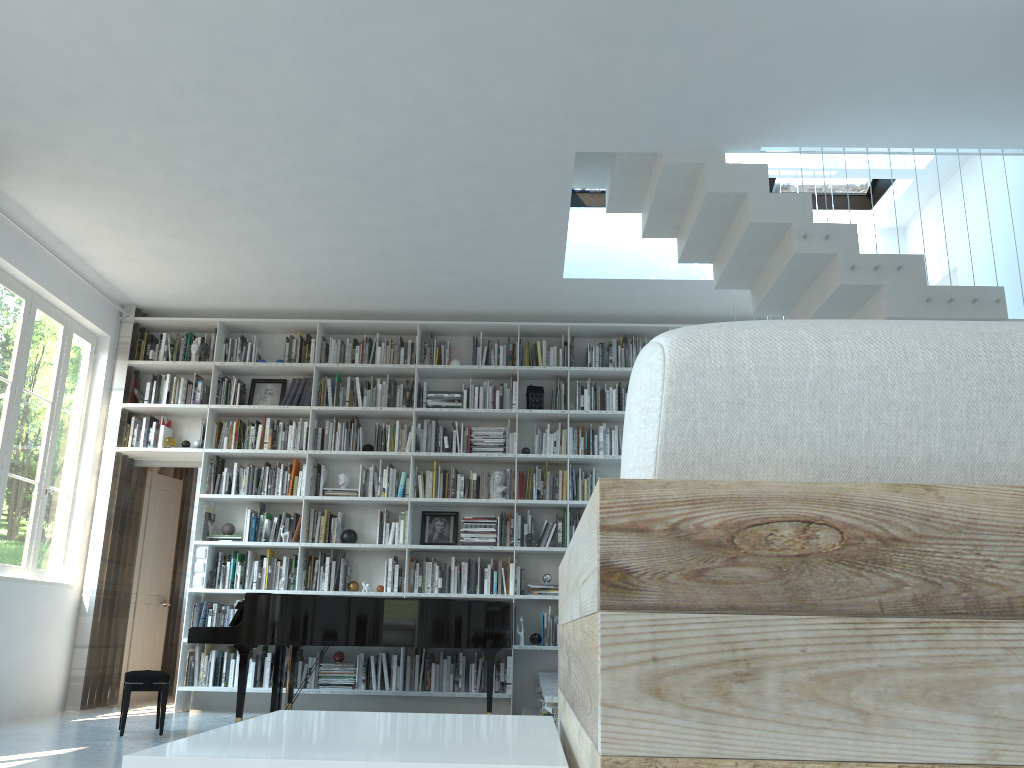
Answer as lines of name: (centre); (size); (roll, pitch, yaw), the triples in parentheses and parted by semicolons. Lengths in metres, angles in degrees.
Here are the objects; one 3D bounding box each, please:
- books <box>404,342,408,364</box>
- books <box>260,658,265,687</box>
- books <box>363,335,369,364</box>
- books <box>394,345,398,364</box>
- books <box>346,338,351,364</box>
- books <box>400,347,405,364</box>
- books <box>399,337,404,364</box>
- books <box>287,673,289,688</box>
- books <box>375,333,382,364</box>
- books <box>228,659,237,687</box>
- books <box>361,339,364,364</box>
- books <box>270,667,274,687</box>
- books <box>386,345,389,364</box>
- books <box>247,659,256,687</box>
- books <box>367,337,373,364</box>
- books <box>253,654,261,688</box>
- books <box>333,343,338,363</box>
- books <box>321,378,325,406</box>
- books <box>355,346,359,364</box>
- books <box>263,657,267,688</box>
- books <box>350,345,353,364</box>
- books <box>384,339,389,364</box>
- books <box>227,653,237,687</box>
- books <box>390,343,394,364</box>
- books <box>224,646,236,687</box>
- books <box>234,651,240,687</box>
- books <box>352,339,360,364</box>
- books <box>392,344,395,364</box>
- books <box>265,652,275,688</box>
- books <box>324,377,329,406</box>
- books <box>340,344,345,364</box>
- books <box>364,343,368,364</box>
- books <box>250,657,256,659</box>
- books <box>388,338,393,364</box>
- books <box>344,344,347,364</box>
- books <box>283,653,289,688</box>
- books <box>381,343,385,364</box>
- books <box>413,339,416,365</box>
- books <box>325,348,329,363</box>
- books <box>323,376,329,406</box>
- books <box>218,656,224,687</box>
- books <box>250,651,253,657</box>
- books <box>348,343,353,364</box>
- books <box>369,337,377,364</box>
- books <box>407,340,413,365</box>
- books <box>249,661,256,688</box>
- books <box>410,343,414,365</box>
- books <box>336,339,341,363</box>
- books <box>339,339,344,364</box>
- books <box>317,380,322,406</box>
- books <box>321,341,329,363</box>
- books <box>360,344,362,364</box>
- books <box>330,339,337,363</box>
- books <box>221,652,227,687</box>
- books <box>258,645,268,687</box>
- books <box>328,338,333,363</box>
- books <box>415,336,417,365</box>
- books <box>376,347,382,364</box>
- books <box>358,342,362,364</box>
books: (-0.893, -0.217, 7.538); (0.026, 0.236, 0.149); (1, -15, 1)
books: (-1.918, 2.242, 6.893); (0.024, 0.213, 0.137); (1, -15, 1)
books: (-1.246, -0.253, 7.549); (0.010, 0.298, 0.151); (1, -15, 1)
books: (-0.973, -0.207, 7.513); (0.026, 0.199, 0.188); (1, -16, 1)
books: (-1.389, -0.239, 7.548); (0.010, 0.263, 0.161); (1, -15, 1)
books: (-0.922, -0.195, 7.522); (0.031, 0.184, 0.177); (1, -16, 1)
books: (-0.942, -0.242, 7.541); (0.013, 0.284, 0.160); (1, -15, 1)
books: (-1.705, 2.216, 6.897); (0.027, 0.275, 0.144); (1, -15, 1)
books: (-1.140, -0.257, 7.557); (0.014, 0.314, 0.166); (1, -15, 1)
books: (-2.146, 2.238, 6.872); (0.030, 0.201, 0.168); (1, -16, 1)
books: (-1.258, -0.231, 7.541); (0.013, 0.251, 0.184); (1, -16, 1)
books: (-1.836, 2.222, 6.906); (0.040, 0.263, 0.138); (1, -15, 1)
books: (-1.049, -0.204, 7.551); (0.029, 0.213, 0.142); (1, -16, 1)
books: (-2.012, 2.239, 6.872); (0.028, 0.205, 0.171); (1, -16, 1)
books: (-1.206, -0.243, 7.542); (0.013, 0.275, 0.165); (1, -15, 1)
books: (-1.955, 2.219, 6.870); (0.023, 0.243, 0.188); (1, -16, 1)
books: (-1.485, -0.219, 7.543); (0.023, 0.219, 0.182); (1, -16, 1)
books: (-1.579, 0.103, 7.461); (0.013, 0.282, 0.159); (1, -15, 1)
books: (-1.305, -0.205, 7.545); (0.030, 0.200, 0.152); (1, -16, 1)
books: (-1.895, 2.234, 6.882); (0.022, 0.224, 0.141); (1, -15, 1)
books: (-1.354, -0.210, 7.558); (0.012, 0.215, 0.150); (1, -16, 1)
books: (-1.070, -0.234, 7.551); (0.014, 0.268, 0.157); (1, -15, 1)
books: (-2.171, 2.223, 6.902); (0.022, 0.245, 0.135); (1, -15, 1)
books: (-1.009, -0.217, 7.533); (0.021, 0.228, 0.161); (1, -16, 1)
books: (-2.189, 2.191, 6.889); (0.013, 0.299, 0.184); (1, -15, 1)
books: (-2.101, 2.209, 6.883); (0.031, 0.265, 0.187); (1, -16, 1)
books: (-1.333, -0.235, 7.563); (0.028, 0.267, 0.152); (1, -15, 1)
books: (-0.993, -0.209, 7.517); (0.013, 0.206, 0.178); (1, -16, 1)
books: (-1.870, 2.219, 6.883); (0.027, 0.255, 0.179); (1, -16, 1)
books: (-1.554, 0.101, 7.459); (0.010, 0.286, 0.148); (1, -15, 1)
books: (-1.424, -0.216, 7.527); (0.029, 0.207, 0.179); (1, -16, 1)
books: (-1.227, -0.219, 7.552); (0.029, 0.235, 0.130); (1, -15, 1)
books: (-2.037, 2.233, 6.875); (0.021, 0.217, 0.191); (1, -16, 1)
books: (-1.027, -0.237, 7.531); (0.014, 0.265, 0.192); (1, -16, 1)
books: (-1.402, -0.212, 7.539); (0.014, 0.207, 0.167); (1, -16, 1)
books: (-1.751, 2.224, 6.894); (0.065, 0.255, 0.156); (1, -15, 1)
books: (-1.090, -0.218, 7.546); (0.026, 0.235, 0.134); (1, -15, 1)
books: (-0.817, -0.232, 7.535); (0.014, 0.266, 0.172); (1, -15, 1)
books: (-1.562, -0.199, 7.553); (0.024, 0.182, 0.133); (1, -16, 1)
books: (-1.566, 0.097, 7.484); (0.014, 0.308, 0.130); (1, -15, 1)
books: (-2.234, 2.231, 6.889); (0.022, 0.220, 0.163); (1, -16, 1)
books: (-2.059, 2.209, 6.883); (0.025, 0.265, 0.160); (1, -15, 1)
books: (-1.372, -0.217, 7.569); (0.025, 0.234, 0.130); (1, -15, 1)
books: (-1.174, -0.241, 7.539); (0.052, 0.272, 0.173); (1, -15, 1)
books: (-0.865, -0.226, 7.548); (0.029, 0.260, 0.152); (1, -15, 1)
books: (-1.982, 2.246, 6.863); (0.031, 0.187, 0.190); (1, -16, 1)
books: (-0.838, -0.214, 7.523); (0.026, 0.224, 0.172); (1, -16, 1)
books: (-1.462, -0.233, 7.550); (0.023, 0.250, 0.171); (1, -16, 1)
books: (-1.444, -0.233, 7.545); (0.012, 0.249, 0.174); (1, -16, 1)
books: (-1.598, 0.112, 7.444); (0.023, 0.255, 0.175); (1, -16, 1)
books: (-1.588, -0.229, 7.546); (0.029, 0.237, 0.156); (1, -16, 1)
books: (-1.271, -0.214, 7.536); (0.011, 0.215, 0.160); (1, -16, 1)
books: (-1.512, -0.235, 7.552); (0.031, 0.254, 0.146); (1, -15, 1)
books: (-2.209, 2.216, 6.898); (0.027, 0.256, 0.160); (1, -15, 1)
books: (-1.936, 2.196, 6.907); (0.013, 0.309, 0.131); (1, -15, 1)
books: (-1.538, -0.242, 7.575); (0.021, 0.278, 0.141); (1, -15, 1)
books: (-0.797, -0.243, 7.533); (0.026, 0.287, 0.176); (1, -15, 1)
books: (-1.119, -0.199, 7.532); (0.031, 0.189, 0.182); (1, -16, 1)
books: (-1.283, -0.222, 7.546); (0.013, 0.234, 0.155); (1, -16, 1)
